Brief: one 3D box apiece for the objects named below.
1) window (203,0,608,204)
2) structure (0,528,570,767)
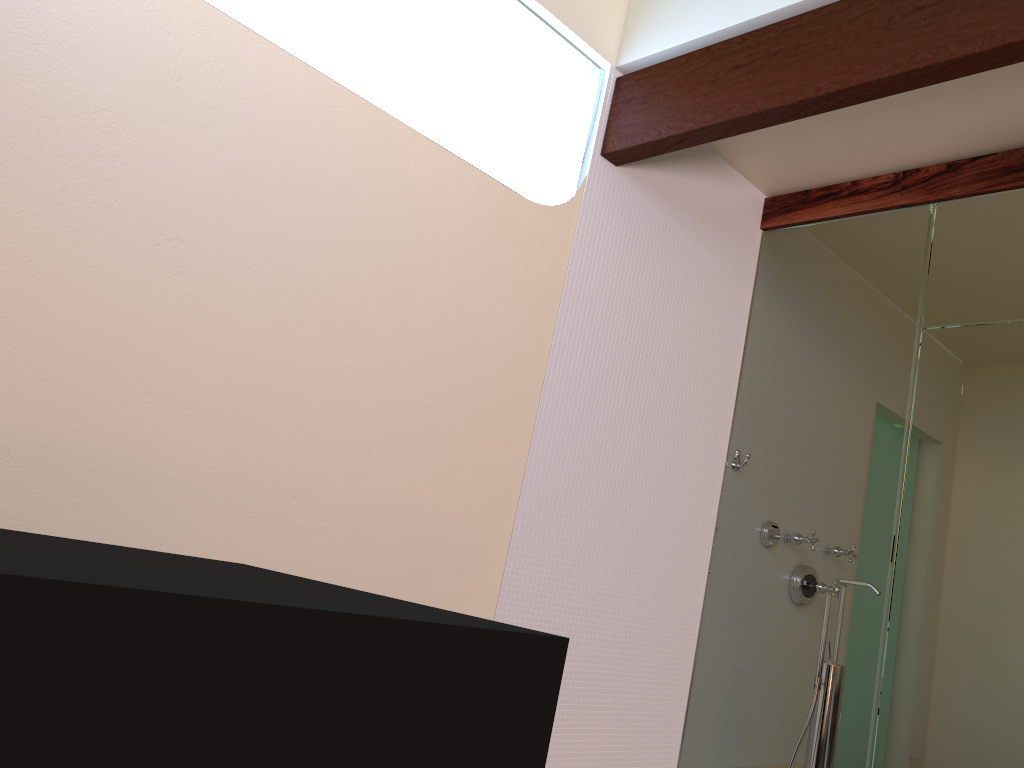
[{"bbox_3d":[0.749,-1.216,0.959,3.519,0.671,2.123,-3,-19,45],"label":"window"},{"bbox_3d":[-0.590,0.637,0.976,0.801,0.854,0.876,-2,-18,45],"label":"structure"}]
